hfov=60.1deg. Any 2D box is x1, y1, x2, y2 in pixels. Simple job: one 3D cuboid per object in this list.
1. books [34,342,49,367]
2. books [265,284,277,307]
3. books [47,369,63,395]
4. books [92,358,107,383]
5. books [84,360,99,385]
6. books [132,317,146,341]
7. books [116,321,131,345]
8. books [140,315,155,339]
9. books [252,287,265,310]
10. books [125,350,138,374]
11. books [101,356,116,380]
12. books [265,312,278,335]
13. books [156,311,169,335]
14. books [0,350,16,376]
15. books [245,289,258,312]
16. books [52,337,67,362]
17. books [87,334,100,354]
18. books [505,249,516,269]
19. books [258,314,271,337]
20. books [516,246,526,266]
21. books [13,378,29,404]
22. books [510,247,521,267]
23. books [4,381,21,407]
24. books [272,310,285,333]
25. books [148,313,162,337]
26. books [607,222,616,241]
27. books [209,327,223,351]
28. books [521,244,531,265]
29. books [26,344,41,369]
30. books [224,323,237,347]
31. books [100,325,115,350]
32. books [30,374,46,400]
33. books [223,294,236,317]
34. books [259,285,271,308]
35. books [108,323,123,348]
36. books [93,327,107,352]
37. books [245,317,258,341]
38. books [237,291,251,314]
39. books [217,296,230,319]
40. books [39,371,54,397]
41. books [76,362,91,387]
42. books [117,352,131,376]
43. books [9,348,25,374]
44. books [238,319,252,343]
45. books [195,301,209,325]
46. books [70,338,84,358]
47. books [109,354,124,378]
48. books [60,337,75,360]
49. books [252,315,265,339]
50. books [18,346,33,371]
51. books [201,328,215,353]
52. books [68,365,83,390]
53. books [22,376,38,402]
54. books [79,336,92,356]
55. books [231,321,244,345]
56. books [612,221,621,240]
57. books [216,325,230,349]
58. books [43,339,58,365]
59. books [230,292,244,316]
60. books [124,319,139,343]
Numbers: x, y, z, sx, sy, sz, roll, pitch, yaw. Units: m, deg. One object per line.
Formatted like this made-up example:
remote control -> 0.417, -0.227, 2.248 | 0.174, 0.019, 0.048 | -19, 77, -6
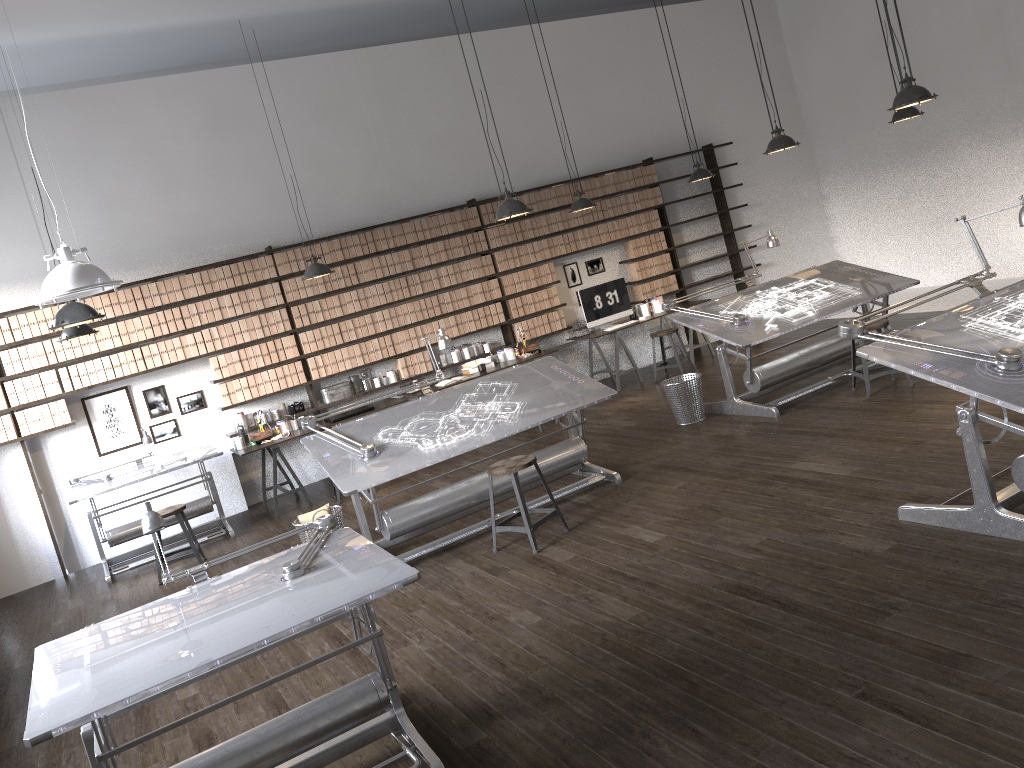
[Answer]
books -> -4.229, -0.262, 7.963 | 0.067, 0.224, 0.174 | -18, 7, -25
books -> -2.426, -0.879, 8.866 | 0.067, 0.224, 0.174 | -18, 7, -25
books -> -4.125, -0.016, 7.996 | 0.067, 0.225, 0.174 | -18, 7, -25
books -> -3.797, -0.122, 8.164 | 0.067, 0.224, 0.174 | -18, 7, -25
books -> -3.859, -0.101, 8.138 | 0.067, 0.224, 0.174 | -18, 7, -25
books -> -3.505, -0.510, 8.324 | 0.067, 0.224, 0.174 | -18, 7, -25
books -> -3.625, -0.469, 8.265 | 0.067, 0.224, 0.174 | -18, 7, -25
books -> -3.441, -0.531, 8.352 | 0.067, 0.224, 0.174 | -18, 7, -25
books -> -2.536, -0.841, 8.807 | 0.067, 0.225, 0.174 | -18, 7, -25
books -> -3.564, -0.202, 8.286 | 0.067, 0.224, 0.174 | -18, 7, -25
books -> -3.734, -0.143, 8.193 | 0.067, 0.224, 0.174 | -18, 7, -25
books -> -2.420, -0.602, 8.861 | 0.067, 0.224, 0.174 | -18, 7, -25
books -> -3.326, -0.571, 8.414 | 0.067, 0.224, 0.174 | -18, 7, -25
books -> -4.463, -0.181, 7.842 | 0.067, 0.224, 0.174 | -18, 7, -25
books -> -2.599, -0.821, 8.783 | 0.067, 0.224, 0.174 | -18, 7, -25
books -> -4.101, -0.306, 8.027 | 0.067, 0.224, 0.174 | -18, 7, -25
books -> -3.857, -0.388, 8.143 | 0.067, 0.225, 0.174 | -18, 7, -25
books -> -0.053, -1.410, 10.044 | 0.067, 0.224, 0.174 | -18, 7, -25
books -> -2.481, -0.581, 8.830 | 0.067, 0.224, 0.174 | -18, 7, -25
books -> 0.066, -1.452, 10.112 | 0.067, 0.224, 0.174 | -18, 7, -25
books -> -4.366, 0.065, 7.879 | 0.067, 0.224, 0.174 | -18, 7, -25
books -> 0.007, -1.432, 10.078 | 0.067, 0.224, 0.174 | -18, 7, -25
books -> -4.426, 0.087, 7.845 | 0.067, 0.224, 0.174 | -18, 7, -25
books -> -2.357, -0.622, 8.888 | 0.067, 0.224, 0.174 | -18, 7, -25
books -> -3.379, -0.552, 8.383 | 0.067, 0.225, 0.174 | -18, 7, -25
books -> 1.152, -1.823, 10.650 | 0.067, 0.224, 0.174 | -18, 7, -25
books -> -2.892, -0.440, 8.620 | 0.067, 0.224, 0.174 | -18, 7, -25
books -> 0.126, -1.473, 10.140 | 0.067, 0.224, 0.174 | -18, 7, -25
books -> -4.285, -0.243, 7.932 | 0.067, 0.224, 0.174 | -18, 7, -25
books -> -2.772, -0.481, 8.682 | 0.067, 0.224, 0.174 | -18, 7, -25
books -> -3.747, -0.427, 8.202 | 0.067, 0.224, 0.174 | -18, 7, -25
books -> -4.246, 0.024, 7.941 | 0.067, 0.224, 0.174 | -18, 7, -25
books -> -2.780, -0.758, 8.688 | 0.067, 0.224, 0.174 | -18, 7, -25
books -> -2.481, -0.861, 8.840 | 0.067, 0.224, 0.174 | -18, 7, -25
books -> -3.684, -0.448, 8.231 | 0.067, 0.225, 0.174 | -18, 7, -25
books -> -3.802, -0.408, 8.176 | 0.067, 0.224, 0.174 | -18, 7, -25
books -> -2.596, -0.541, 8.771 | 0.067, 0.224, 0.174 | -18, 7, -25
books -> -2.658, -0.800, 8.752 | 0.067, 0.224, 0.174 | -18, 7, -25
books -> -2.835, -0.740, 8.662 | 0.067, 0.224, 0.174 | -18, 7, -25
books -> -4.182, 0.002, 7.973 | 0.067, 0.224, 0.174 | -18, 7, -25
books -> -3.918, -0.081, 8.106 | 0.067, 0.224, 0.174 | -18, 7, -25
books -> -3.619, -0.183, 8.255 | 0.067, 0.224, 0.174 | -18, 7, -25
books -> -4.399, -0.203, 7.870 | 0.067, 0.224, 0.174 | -18, 7, -25
books -> -2.649, -0.523, 8.742 | 0.067, 0.224, 0.174 | -18, 7, -25
books -> -3.012, -0.679, 8.575 | 0.067, 0.224, 0.174 | -18, 7, -25
books -> -3.979, -0.348, 8.088 | 0.067, 0.224, 0.174 | -18, 7, -25
books -> -3.672, -0.164, 8.224 | 0.067, 0.225, 0.174 | -18, 7, -25
books -> -4.038, -0.327, 8.054 | 0.067, 0.224, 0.174 | -18, 7, -25
books -> -2.536, -0.561, 8.796 | 0.067, 0.225, 0.174 | -18, 7, -25
books -> -4.337, -0.224, 7.901 | 0.067, 0.225, 0.174 | -18, 7, -25
books -> -2.952, -0.418, 8.586 | 0.067, 0.224, 0.174 | -18, 7, -25
books -> -3.977, -0.060, 8.072 | 0.067, 0.225, 0.174 | -18, 7, -25
books -> -4.307, 0.045, 7.913 | 0.067, 0.224, 0.174 | -18, 7, -25
books -> -3.918, -0.369, 8.119 | 0.067, 0.224, 0.174 | -18, 7, -25
books -> -2.710, -0.501, 8.709 | 0.067, 0.225, 0.174 | -18, 7, -25
books -> 1.213, -1.845, 10.684 | 0.067, 0.224, 0.174 | -18, 7, -25
books -> -2.833, -0.460, 8.654 | 0.067, 0.224, 0.174 | -18, 7, -25
books -> -4.163, -0.284, 7.990 | 0.067, 0.225, 0.174 | -18, 7, -25
books -> -2.717, -0.779, 8.718 | 0.067, 0.225, 0.174 | -18, 7, -25
books -> -3.566, -0.489, 8.297 | 0.067, 0.224, 0.174 | -18, 7, -25
